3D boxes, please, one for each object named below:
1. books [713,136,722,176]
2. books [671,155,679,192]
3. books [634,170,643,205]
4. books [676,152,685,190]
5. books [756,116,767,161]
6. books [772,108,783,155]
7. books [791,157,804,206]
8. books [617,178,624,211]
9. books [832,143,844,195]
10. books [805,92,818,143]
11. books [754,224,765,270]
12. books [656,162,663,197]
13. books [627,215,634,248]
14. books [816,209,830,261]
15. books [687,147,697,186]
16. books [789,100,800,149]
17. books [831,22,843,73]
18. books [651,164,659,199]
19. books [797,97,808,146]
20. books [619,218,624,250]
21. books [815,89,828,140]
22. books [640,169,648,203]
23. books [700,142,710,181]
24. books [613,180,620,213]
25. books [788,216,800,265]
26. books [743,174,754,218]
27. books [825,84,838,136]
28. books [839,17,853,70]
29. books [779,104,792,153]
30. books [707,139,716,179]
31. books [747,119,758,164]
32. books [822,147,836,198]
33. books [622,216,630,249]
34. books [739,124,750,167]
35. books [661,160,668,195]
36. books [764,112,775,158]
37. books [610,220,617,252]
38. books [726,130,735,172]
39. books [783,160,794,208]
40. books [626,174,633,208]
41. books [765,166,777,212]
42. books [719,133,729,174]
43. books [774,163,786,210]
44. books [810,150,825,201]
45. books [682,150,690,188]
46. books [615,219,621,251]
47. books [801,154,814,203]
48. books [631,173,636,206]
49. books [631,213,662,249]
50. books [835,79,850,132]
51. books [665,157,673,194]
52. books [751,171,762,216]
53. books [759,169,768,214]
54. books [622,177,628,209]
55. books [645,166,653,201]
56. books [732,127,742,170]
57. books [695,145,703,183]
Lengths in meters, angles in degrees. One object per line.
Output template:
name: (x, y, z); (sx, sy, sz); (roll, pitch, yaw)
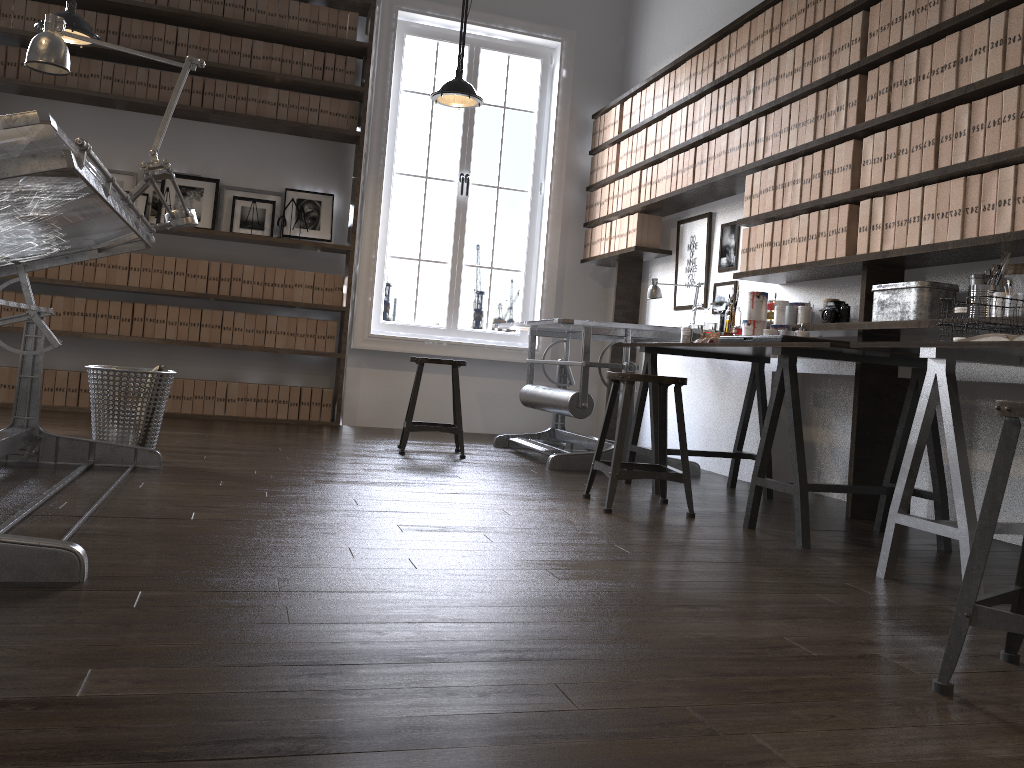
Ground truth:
books: (1.195, -1.218, 4.816); (0.174, 0.226, 0.066); (5, -2, -17)
books: (1.047, -1.239, 5.285); (0.174, 0.226, 0.067); (5, -2, -17)
books: (0.896, -1.268, 5.788); (0.174, 0.226, 0.067); (5, -2, -17)
books: (1.070, -1.237, 5.225); (0.174, 0.226, 0.066); (5, -2, -17)
books: (1.314, -1.208, 4.413); (0.174, 0.226, 0.066); (5, -2, -17)
books: (1.356, -1.202, 4.280); (0.174, 0.226, 0.066); (5, -2, -17)
books: (1.387, -0.918, 4.082); (0.174, 0.226, 0.066); (5, -2, -17)
books: (0.820, -1.280, 6.055); (0.174, 0.226, 0.066); (5, -2, -17)
books: (1.474, -0.905, 3.799); (0.174, 0.226, 0.066); (5, -2, -17)
books: (1.429, -1.191, 4.018); (0.174, 0.226, 0.067); (5, -2, -17)
books: (1.287, -0.659, 4.337); (0.174, 0.226, 0.066); (5, -2, -17)
books: (0.992, -1.248, 5.492); (0.174, 0.226, 0.066); (5, -2, -17)
books: (0.861, -0.994, 5.849); (0.174, 0.226, 0.066); (5, -2, -17)
books: (1.430, -0.638, 3.867); (0.174, 0.226, 0.066); (5, -2, -17)
books: (1.107, -1.231, 5.091); (0.174, 0.226, 0.067); (5, -2, -17)
books: (1.395, -1.196, 4.143); (0.174, 0.226, 0.066); (5, -2, -17)
books: (1.498, -1.452, 3.886); (0.174, 0.226, 0.066); (5, -2, -17)
books: (0.971, -1.251, 5.558); (0.174, 0.226, 0.066); (5, -2, -17)
books: (1.415, -1.194, 4.083); (0.174, 0.226, 0.066); (5, -2, -17)
books: (0.819, -1.000, 5.979); (0.174, 0.226, 0.066); (5, -2, -17)
books: (1.454, -1.188, 3.955); (0.174, 0.226, 0.066); (5, -2, -17)
books: (0.925, -1.257, 5.704); (0.174, 0.226, 0.066); (5, -2, -17)
books: (1.150, -1.225, 4.951); (0.174, 0.226, 0.066); (5, -2, -17)
books: (0.796, -1.283, 6.123); (0.174, 0.226, 0.066); (5, -2, -17)
books: (1.369, -0.647, 4.066); (0.174, 0.226, 0.066); (5, -2, -17)
books: (1.268, -0.935, 4.476); (0.174, 0.226, 0.067); (5, -2, -17)
books: (1.475, -1.185, 3.887); (0.174, 0.226, 0.066); (5, -2, -17)
books: (1.514, -1.449, 3.826); (0.174, 0.226, 0.066); (5, -2, -17)
books: (1.372, -1.200, 4.212); (0.174, 0.226, 0.067); (5, -2, -17)
books: (1.174, -1.221, 4.884); (0.174, 0.226, 0.066); (5, -2, -17)
books: (1.289, -1.211, 4.482); (0.174, 0.226, 0.066); (5, -2, -17)
books: (1.455, -0.908, 3.873); (0.174, 0.226, 0.066); (5, -2, -17)
books: (0.834, -0.998, 5.914); (0.174, 0.226, 0.067); (5, -2, -17)
books: (1.268, -1.208, 4.557); (0.174, 0.226, 0.067); (5, -2, -17)
books: (1.009, -1.245, 5.424); (0.174, 0.226, 0.066); (5, -2, -17)
books: (1.337, -1.205, 4.348); (0.174, 0.226, 0.066); (5, -2, -17)
books: (0.777, -1.006, 6.108); (0.174, 0.226, 0.067); (5, -2, -17)
books: (1.232, -1.213, 4.687); (0.174, 0.226, 0.066); (5, -2, -17)
books: (1.370, -0.920, 4.151); (0.174, 0.226, 0.066); (5, -2, -17)
books: (0.862, -1.274, 5.922); (0.174, 0.226, 0.066); (5, -2, -17)
books: (1.325, -0.926, 4.282); (0.174, 0.226, 0.067); (5, -2, -17)
books: (1.208, -1.216, 4.750); (0.174, 0.226, 0.067); (5, -2, -17)
books: (1.350, -0.923, 4.219); (0.174, 0.226, 0.066); (5, -2, -17)
books: (1.428, -0.912, 3.942); (0.174, 0.226, 0.067); (5, -2, -17)
books: (1.091, -1.234, 5.163); (0.174, 0.226, 0.066); (5, -2, -17)
books: (0.800, -1.003, 6.039); (0.174, 0.226, 0.066); (5, -2, -17)
books: (1.412, -0.914, 4.016); (0.174, 0.226, 0.066); (5, -2, -17)
books: (0.882, -1.271, 5.850); (0.174, 0.226, 0.066); (5, -2, -17)
books: (0.879, -0.991, 5.782); (0.174, 0.226, 0.066); (5, -2, -17)
books: (1.491, -1.182, 3.818); (0.174, 0.226, 0.066); (5, -2, -17)
books: (1.027, -1.242, 5.354); (0.174, 0.226, 0.066); (5, -2, -17)
books: (1.291, -0.932, 4.407); (0.174, 0.226, 0.066); (5, -2, -17)
books: (1.310, -0.929, 4.347); (0.174, 0.226, 0.066); (5, -2, -17)
books: (0.844, -1.277, 5.989); (0.174, 0.226, 0.066); (5, -2, -17)
books: (0.947, -1.254, 5.624); (0.174, 0.226, 0.067); (5, -2, -17)
books: (1.249, -1.210, 4.627); (0.174, 0.226, 0.066); (5, -2, -17)
books: (1.134, -1.227, 5.020); (0.174, 0.226, 0.066); (5, -2, -17)
